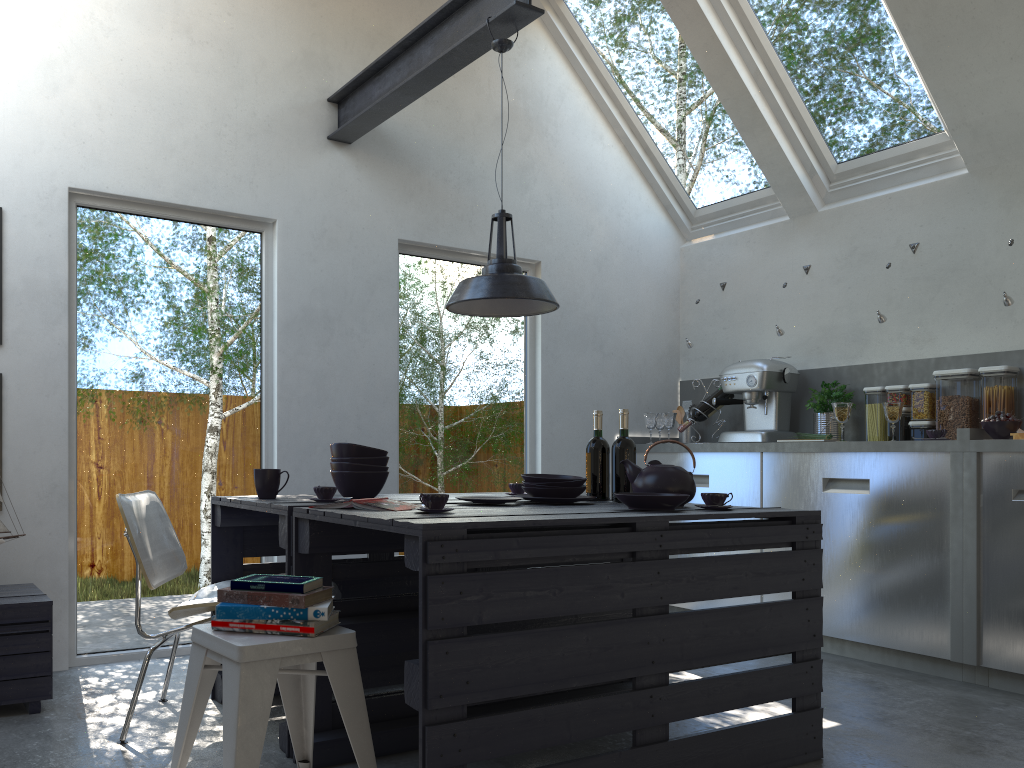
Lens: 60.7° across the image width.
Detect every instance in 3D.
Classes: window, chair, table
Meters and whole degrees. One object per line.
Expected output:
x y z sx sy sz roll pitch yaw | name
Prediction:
1.498 -1.751 4.276 1.399 1.388 0.879 2 -2 -33 | window
-0.273 0.320 5.015 0.933 2.126 0.062 1 0 -32 | window
-0.626 0.893 2.294 0.412 0.504 0.446 2 -3 -39 | chair
-1.613 0.233 4.169 0.933 2.126 0.062 1 0 -32 | window
0.900 -1.676 5.131 1.406 1.395 0.879 2 -2 -33 | window
-0.090 0.817 3.111 1.426 0.795 1.696 3 -5 -34 | table
-1.003 0.798 3.132 0.770 0.818 0.699 1 -2 -4 | chair
-2.217 0.997 3.214 0.877 0.414 0.554 3 -4 -33 | table

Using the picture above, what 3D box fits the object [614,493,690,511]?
0.437 0.369 2.742 0.233 0.047 0.226 0 -5 7 | object

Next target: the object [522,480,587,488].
0.151 0.377 3.129 0.218 0.063 0.240 3 -5 -29 | object

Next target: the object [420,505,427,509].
-0.258 0.358 2.531 0.027 0.013 0.134 1 -5 -11 | object

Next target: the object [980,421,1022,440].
2.059 0.199 3.682 0.151 0.079 0.142 0 -4 14 | object

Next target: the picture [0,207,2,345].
-2.355 -0.469 3.596 0.447 0.583 0.027 2 -1 -32 | picture

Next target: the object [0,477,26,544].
-2.173 0.296 3.143 0.748 0.989 0.148 2 -1 -32 | object

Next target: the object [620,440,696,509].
0.516 0.306 2.984 0.207 0.232 0.224 2 -3 -32 | object

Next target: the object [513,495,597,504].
0.152 0.414 3.132 0.295 0.024 0.297 1 -5 -2 | object

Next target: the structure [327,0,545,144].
-0.704 -1.376 4.251 0.129 0.208 2.671 2 -5 -35 | structure

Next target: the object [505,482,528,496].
0.026 0.446 3.702 0.123 0.056 0.109 -3 -6 44 | object

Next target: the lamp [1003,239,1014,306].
2.265 -0.548 3.897 0.319 0.435 0.062 2 -1 -44 | lamp

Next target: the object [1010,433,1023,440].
2.310 0.208 3.463 0.291 0.028 0.498 4 -6 -34 | object

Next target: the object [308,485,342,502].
-0.647 0.381 3.031 0.123 0.056 0.109 -3 -6 44 | object

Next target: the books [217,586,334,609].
-0.623 0.556 2.313 0.264 0.032 0.169 -1 -5 18 | books

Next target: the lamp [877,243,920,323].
1.920 -0.509 4.377 0.314 0.437 0.063 2 -1 -32 | lamp

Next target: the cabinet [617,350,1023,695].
1.758 0.607 4.405 0.537 1.475 3.018 1 -3 -35 | cabinet

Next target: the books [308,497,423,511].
-0.442 0.369 2.711 0.320 0.030 0.213 -2 -5 25 | books

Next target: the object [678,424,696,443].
1.112 0.322 5.550 0.109 0.132 0.105 0 -2 7 | object

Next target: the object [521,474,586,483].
0.147 0.353 3.136 0.217 0.058 0.242 4 -6 -34 | object

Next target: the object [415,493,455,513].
-0.221 0.340 2.506 0.111 0.056 0.122 3 -4 -26 | object

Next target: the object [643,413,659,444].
0.851 0.274 5.360 0.093 0.191 0.104 1 -1 -40 | object

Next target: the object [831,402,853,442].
1.614 0.188 4.277 0.102 0.191 0.095 0 -1 15 | object

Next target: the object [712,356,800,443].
1.378 0.092 4.959 0.405 0.500 0.379 2 -2 -34 | object

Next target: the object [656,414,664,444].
0.926 0.285 5.473 0.103 0.191 0.093 0 -1 27 | object

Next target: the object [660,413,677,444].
0.955 0.272 5.327 0.096 0.191 0.100 1 -1 -11 | object

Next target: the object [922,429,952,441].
1.906 0.231 3.925 0.112 0.056 0.120 2 -4 -19 | object

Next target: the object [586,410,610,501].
0.329 0.274 3.353 0.092 0.344 0.090 1 0 4 | object

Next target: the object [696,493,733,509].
0.650 0.376 2.812 0.109 0.056 0.123 4 -5 -41 | object

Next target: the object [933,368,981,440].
2.140 0.112 4.203 0.121 0.354 0.185 1 -1 -35 | object

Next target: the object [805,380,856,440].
1.694 0.150 4.681 0.254 0.341 0.245 0 -2 9 | object

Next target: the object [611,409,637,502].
0.416 0.265 3.246 0.091 0.344 0.091 1 0 -1 | object

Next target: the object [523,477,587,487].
0.153 0.365 3.133 0.217 0.063 0.241 3 -5 -29 | object

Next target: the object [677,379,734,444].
1.147 0.166 5.274 0.330 0.393 0.235 1 -1 -4 | object

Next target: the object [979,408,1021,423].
2.059 0.149 3.682 0.169 0.095 0.133 -3 -5 42 | object

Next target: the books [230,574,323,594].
-0.618 0.527 2.310 0.211 0.025 0.140 -1 -5 13 | books

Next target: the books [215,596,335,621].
-0.619 0.588 2.309 0.284 0.033 0.198 1 -5 -1 | books

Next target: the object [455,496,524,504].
-0.078 0.400 3.006 0.223 0.019 0.247 3 -6 -29 | object

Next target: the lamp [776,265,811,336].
1.571 -0.470 4.877 0.319 0.435 0.062 2 -1 -44 | lamp

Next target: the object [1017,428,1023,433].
2.254 0.179 3.639 0.196 0.059 0.201 2 -5 -14 | object

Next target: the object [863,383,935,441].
1.965 0.157 4.423 0.100 0.294 0.361 1 -3 -35 | object

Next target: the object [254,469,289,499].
-0.902 0.370 3.247 0.095 0.109 0.137 3 -4 -42 | object

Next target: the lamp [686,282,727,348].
1.194 -0.428 5.401 0.314 0.437 0.063 2 -1 -32 | lamp

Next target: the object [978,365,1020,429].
2.253 0.099 4.049 0.121 0.354 0.135 1 -1 -35 | object

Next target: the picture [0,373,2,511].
-2.355 0.234 3.596 0.447 0.583 0.027 2 -1 -32 | picture

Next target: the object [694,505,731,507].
0.640 0.389 2.773 0.127 0.013 0.029 2 -4 -20 | object

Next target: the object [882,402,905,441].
1.831 0.184 4.202 0.104 0.191 0.092 -1 -1 44 | object

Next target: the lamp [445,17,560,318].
-0.038 -0.832 3.309 0.407 1.095 0.456 1 -1 -34 | lamp

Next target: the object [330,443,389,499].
-0.584 0.334 3.350 0.203 0.214 0.204 2 -3 -33 | object

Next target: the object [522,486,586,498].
0.150 0.393 3.131 0.233 0.047 0.226 0 -5 7 | object

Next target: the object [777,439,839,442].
1.533 0.294 4.493 0.171 0.012 0.278 4 -6 -37 | object

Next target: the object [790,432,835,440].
1.519 0.272 4.510 0.137 0.053 0.287 2 -5 -20 | object

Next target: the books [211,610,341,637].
-0.619 0.622 2.308 0.293 0.035 0.192 -1 -5 13 | books
